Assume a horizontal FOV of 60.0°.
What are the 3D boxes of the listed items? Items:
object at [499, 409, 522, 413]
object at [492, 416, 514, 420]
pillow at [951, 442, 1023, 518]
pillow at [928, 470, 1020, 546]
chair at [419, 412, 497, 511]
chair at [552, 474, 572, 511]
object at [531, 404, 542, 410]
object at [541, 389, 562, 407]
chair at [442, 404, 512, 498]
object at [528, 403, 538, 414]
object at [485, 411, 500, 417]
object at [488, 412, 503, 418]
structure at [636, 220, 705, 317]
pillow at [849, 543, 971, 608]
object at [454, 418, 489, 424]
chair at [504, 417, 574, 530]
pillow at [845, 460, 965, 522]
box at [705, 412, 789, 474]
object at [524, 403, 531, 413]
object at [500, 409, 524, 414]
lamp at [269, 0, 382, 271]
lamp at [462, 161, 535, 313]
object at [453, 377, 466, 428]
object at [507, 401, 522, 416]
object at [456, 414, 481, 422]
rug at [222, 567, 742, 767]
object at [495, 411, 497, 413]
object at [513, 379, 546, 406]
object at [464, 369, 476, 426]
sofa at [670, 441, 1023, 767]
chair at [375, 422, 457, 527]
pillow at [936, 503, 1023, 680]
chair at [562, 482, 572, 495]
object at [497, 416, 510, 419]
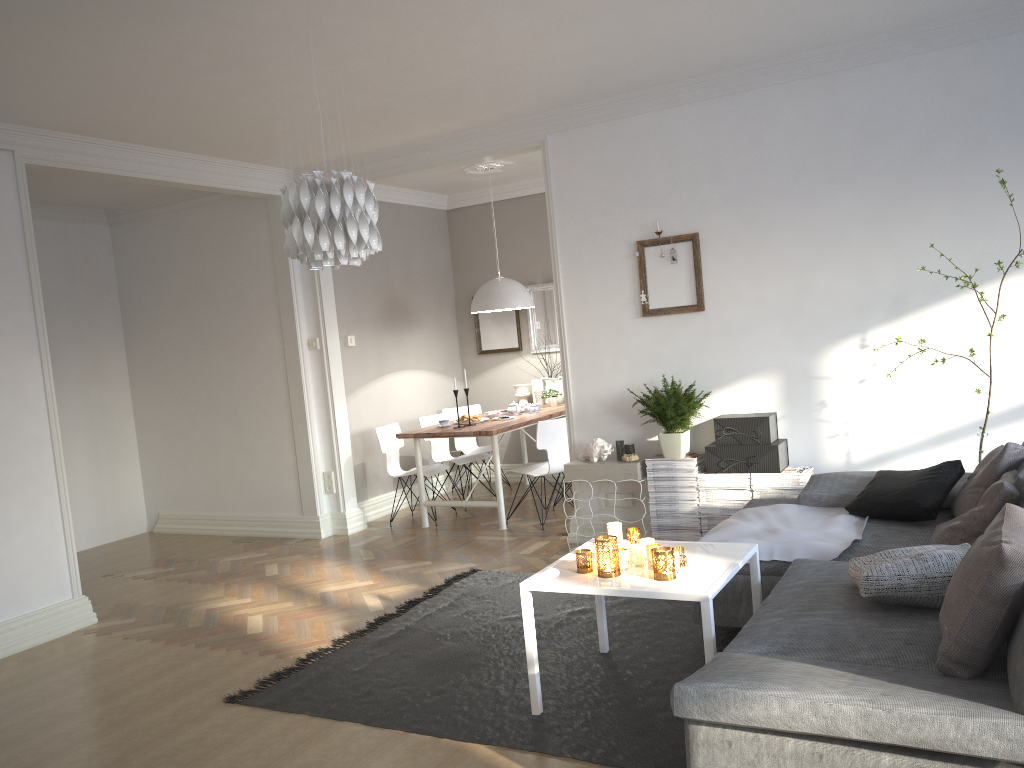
[{"bbox_3d":[-0.016,0.233,7.591,0.201,0.022,0.194,-8,4,-41],"label":"object"},{"bbox_3d":[-0.069,0.275,7.077,0.180,0.014,0.179,-6,3,-6],"label":"object"},{"bbox_3d":[2.033,0.426,3.755,0.324,0.403,0.429,-4,4,16],"label":"pillow"},{"bbox_3d":[1.797,0.496,3.439,0.337,0.311,0.414,-3,4,34],"label":"pillow"},{"bbox_3d":[-0.469,0.648,7.614,0.479,0.786,0.431,-2,5,39],"label":"chair"},{"bbox_3d":[0.594,0.579,7.022,0.479,0.786,0.431,-3,5,34],"label":"chair"},{"bbox_3d":[0.200,0.198,7.586,0.116,0.056,0.116,-5,3,2],"label":"object"},{"bbox_3d":[0.357,0.116,7.831,0.178,0.162,0.169,-7,4,-20],"label":"object"},{"bbox_3d":[-0.335,0.602,8.186,0.431,0.786,0.479,-8,4,-30],"label":"chair"},{"bbox_3d":[0.172,0.200,7.340,0.090,0.086,0.090,-7,4,-16],"label":"object"},{"bbox_3d":[-0.162,0.252,7.412,0.129,0.038,0.129,-3,4,34],"label":"object"},{"bbox_3d":[-0.132,0.259,7.246,0.129,0.038,0.129,-4,4,29],"label":"object"},{"bbox_3d":[0.951,-0.712,5.385,0.399,0.575,0.053,-4,5,27],"label":"structure"},{"bbox_3d":[1.315,0.619,2.872,0.406,0.194,0.404,-5,4,16],"label":"pillow"},{"bbox_3d":[-0.322,0.297,7.068,0.287,0.020,0.286,-5,3,17],"label":"object"},{"bbox_3d":[0.228,0.639,6.594,0.431,0.786,0.479,-9,5,-41],"label":"chair"},{"bbox_3d":[1.774,0.485,4.008,0.401,0.248,0.421,-8,5,-40],"label":"pillow"},{"bbox_3d":[1.351,0.345,5.143,0.419,0.316,0.298,-4,4,29],"label":"box"},{"bbox_3d":[0.134,0.199,7.432,0.072,0.086,0.086,-6,4,-6],"label":"object"},{"bbox_3d":[-0.015,0.238,7.587,0.287,0.020,0.286,-5,3,2],"label":"object"},{"bbox_3d":[-0.703,-0.961,3.250,0.354,1.066,0.354,-7,4,-18],"label":"lamp"},{"bbox_3d":[-0.132,-1.197,7.274,0.530,1.183,0.529,-3,5,37],"label":"lamp"},{"bbox_3d":[-0.419,0.136,6.735,0.095,0.397,0.095,-4,4,25],"label":"object"},{"bbox_3d":[0.019,0.199,7.341,0.143,0.119,0.124,-3,4,34],"label":"object"},{"bbox_3d":[-0.348,0.273,7.067,0.197,0.063,0.188,-6,3,-1],"label":"object"},{"bbox_3d":[0.162,1.173,4.087,2.112,0.055,2.012,-4,4,29],"label":"rug"},{"bbox_3d":[-0.136,0.230,7.414,0.020,0.003,0.194,-6,3,-3],"label":"object"},{"bbox_3d":[0.164,0.079,8.223,0.310,0.228,0.172,-7,4,-18],"label":"object"},{"bbox_3d":[-0.344,0.098,6.809,0.095,0.449,0.095,-4,5,25],"label":"object"},{"bbox_3d":[1.315,0.759,3.276,1.555,0.773,2.628,-4,4,29],"label":"sofa"},{"bbox_3d":[-0.772,0.706,7.098,0.479,0.786,0.431,-4,4,19],"label":"chair"},{"bbox_3d":[1.259,0.546,2.359,0.242,0.390,0.426,-3,4,30],"label":"pillow"},{"bbox_3d":[0.674,0.535,7.662,0.479,0.786,0.431,-4,4,19],"label":"chair"},{"bbox_3d":[-0.069,0.271,7.065,0.100,0.025,0.066,-5,3,6],"label":"object"}]
